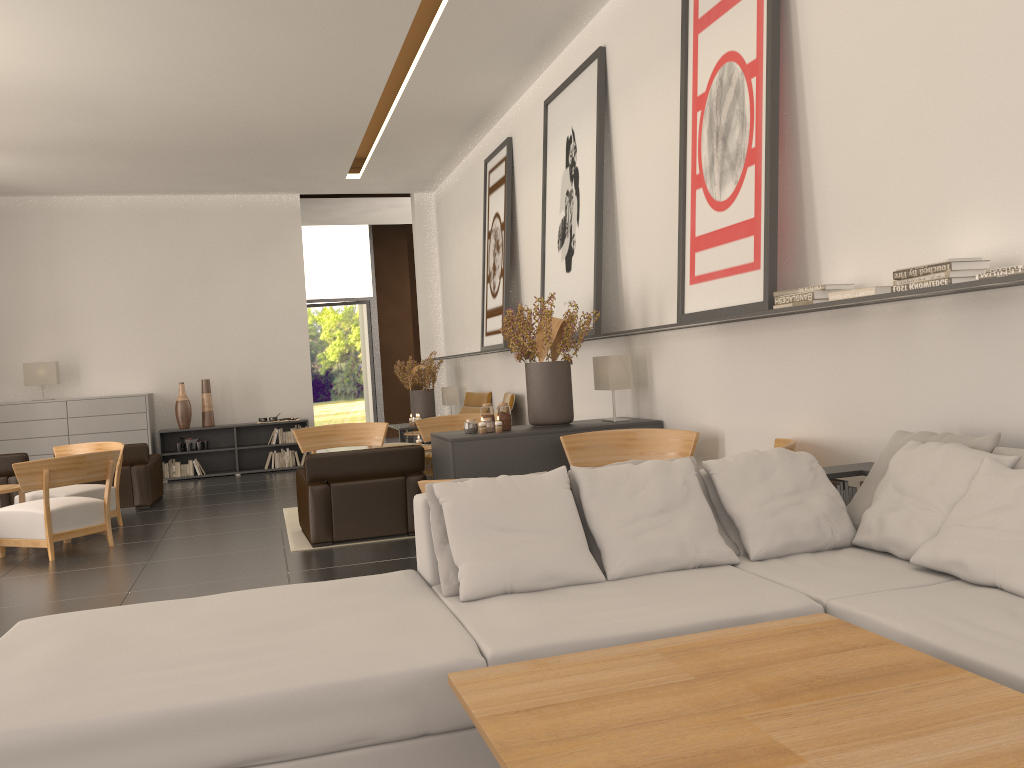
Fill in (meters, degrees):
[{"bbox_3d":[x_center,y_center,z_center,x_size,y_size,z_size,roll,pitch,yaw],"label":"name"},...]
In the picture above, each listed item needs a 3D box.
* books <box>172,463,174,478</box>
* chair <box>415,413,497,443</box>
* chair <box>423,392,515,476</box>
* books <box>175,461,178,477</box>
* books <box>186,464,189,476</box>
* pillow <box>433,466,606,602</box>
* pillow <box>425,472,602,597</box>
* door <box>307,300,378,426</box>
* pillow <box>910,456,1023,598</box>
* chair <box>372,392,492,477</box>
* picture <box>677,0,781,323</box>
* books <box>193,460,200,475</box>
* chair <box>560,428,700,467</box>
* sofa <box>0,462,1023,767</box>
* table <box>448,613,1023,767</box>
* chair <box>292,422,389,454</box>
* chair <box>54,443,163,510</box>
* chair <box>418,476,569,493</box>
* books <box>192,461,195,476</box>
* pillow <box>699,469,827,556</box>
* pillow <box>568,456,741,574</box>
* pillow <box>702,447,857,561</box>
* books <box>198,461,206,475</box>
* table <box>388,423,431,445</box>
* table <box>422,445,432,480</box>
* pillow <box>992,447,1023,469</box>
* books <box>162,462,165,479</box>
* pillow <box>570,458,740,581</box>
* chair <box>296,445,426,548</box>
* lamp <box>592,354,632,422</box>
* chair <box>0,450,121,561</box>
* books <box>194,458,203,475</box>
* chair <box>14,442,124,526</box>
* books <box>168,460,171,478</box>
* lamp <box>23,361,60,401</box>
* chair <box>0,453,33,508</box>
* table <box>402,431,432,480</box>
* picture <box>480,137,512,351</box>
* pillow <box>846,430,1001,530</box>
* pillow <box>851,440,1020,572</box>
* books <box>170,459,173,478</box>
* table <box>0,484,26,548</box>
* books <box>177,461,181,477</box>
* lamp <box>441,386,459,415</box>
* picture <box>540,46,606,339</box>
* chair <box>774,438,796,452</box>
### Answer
[{"bbox_3d":[-7.174,1.821,18.784,0.017,0.302,0.215,-4,0,-16],"label":"books"},{"bbox_3d":[-0.699,1.101,13.738,1.452,1.226,1.150,-4,1,-16],"label":"chair"},{"bbox_3d":[-1.134,0.976,15.290,2.421,1.486,1.299,-4,1,-6],"label":"chair"},{"bbox_3d":[-7.104,1.808,18.794,0.039,0.318,0.236,-4,0,-16],"label":"books"},{"bbox_3d":[-6.904,1.828,18.886,0.054,0.249,0.167,-4,0,-16],"label":"books"},{"bbox_3d":[0.024,0.807,4.909,0.802,0.598,0.585,-4,1,-17],"label":"pillow"},{"bbox_3d":[-0.010,0.827,5.045,0.919,0.577,0.549,-4,1,-16],"label":"pillow"},{"bbox_3d":[-5.415,-0.351,27.139,2.377,4.269,0.100,-4,0,-1],"label":"door"},{"bbox_3d":[2.447,0.680,4.310,0.590,0.562,0.803,-4,1,-21],"label":"pillow"},{"bbox_3d":[-1.643,0.974,17.074,2.422,1.486,1.299,-4,1,-26],"label":"chair"},{"bbox_3d":[1.881,-2.336,7.846,0.385,3.493,1.600,-4,0,-16],"label":"picture"},{"bbox_3d":[-6.715,1.780,18.897,0.130,0.322,0.252,-4,0,-16],"label":"books"},{"bbox_3d":[1.075,1.096,8.615,1.451,1.226,1.151,-3,1,24],"label":"chair"},{"bbox_3d":[0.725,1.234,2.905,5.527,1.205,5.603,-4,1,-16],"label":"sofa"},{"bbox_3d":[0.778,1.425,2.699,1.601,0.840,1.600,-4,1,-16],"label":"table"},{"bbox_3d":[-2.483,1.227,13.226,1.452,1.226,1.150,-4,1,-16],"label":"chair"},{"bbox_3d":[-6.783,1.551,14.939,1.538,1.076,1.499,-4,1,-16],"label":"chair"},{"bbox_3d":[0.141,1.202,6.353,1.451,1.226,1.151,-4,1,9],"label":"chair"},{"bbox_3d":[-6.786,1.792,18.883,0.017,0.305,0.239,-4,0,-16],"label":"books"},{"bbox_3d":[1.668,0.747,5.541,0.918,0.510,0.615,-4,1,-14],"label":"pillow"},{"bbox_3d":[0.831,0.767,5.283,0.919,0.591,0.557,-4,1,-16],"label":"pillow"},{"bbox_3d":[1.633,0.701,5.379,0.797,0.580,0.625,-4,1,-15],"label":"pillow"},{"bbox_3d":[-6.622,1.788,18.923,0.142,0.290,0.252,-4,1,-16],"label":"books"},{"bbox_3d":[-1.722,1.266,19.007,1.601,0.840,1.600,-4,1,-16],"label":"table"},{"bbox_3d":[-1.300,1.324,12.520,0.797,0.904,0.797,-4,1,7],"label":"table"},{"bbox_3d":[2.596,0.640,4.456,0.550,0.581,0.919,-4,1,-16],"label":"pillow"},{"bbox_3d":[-7.345,1.815,18.716,0.022,0.339,0.253,-4,0,-16],"label":"books"},{"bbox_3d":[0.805,0.753,5.133,0.802,0.595,0.595,-4,1,-15],"label":"pillow"},{"bbox_3d":[-1.852,1.307,10.974,1.538,1.076,1.499,-4,1,-16],"label":"chair"},{"bbox_3d":[1.170,0.050,10.274,0.257,0.757,0.514,-4,0,-16],"label":"lamp"},{"bbox_3d":[-5.683,1.488,11.090,1.150,1.226,1.453,-3,1,29],"label":"chair"},{"bbox_3d":[-6.683,1.761,18.915,0.138,0.354,0.236,-4,0,-16],"label":"books"},{"bbox_3d":[-6.282,1.496,12.687,1.451,1.226,1.151,-3,1,24],"label":"chair"},{"bbox_3d":[-7.234,1.797,18.770,0.039,0.358,0.210,-4,0,-16],"label":"books"},{"bbox_3d":[-9.828,-0.053,18.550,0.619,0.796,0.309,-4,0,-16],"label":"lamp"},{"bbox_3d":[-8.497,1.672,14.447,1.538,1.076,1.499,-4,1,-16],"label":"chair"},{"bbox_3d":[-1.539,1.283,16.079,0.798,0.904,0.797,-4,1,-38],"label":"table"},{"bbox_3d":[-0.283,-2.344,15.425,0.385,3.493,1.600,-4,0,-16],"label":"picture"},{"bbox_3d":[2.381,0.615,5.286,0.643,0.658,0.883,-4,1,-16],"label":"pillow"},{"bbox_3d":[2.307,0.648,4.961,0.587,0.596,0.819,-4,1,-15],"label":"pillow"},{"bbox_3d":[-7.199,1.781,18.775,0.029,0.385,0.219,-4,0,-16],"label":"books"},{"bbox_3d":[-6.780,1.763,11.495,0.869,0.803,0.870,-4,1,7],"label":"table"},{"bbox_3d":[-7.056,1.808,18.803,0.054,0.311,0.244,-4,0,-16],"label":"books"},{"bbox_3d":[-1.326,0.441,19.135,0.257,0.756,0.514,-4,0,-16],"label":"lamp"},{"bbox_3d":[0.766,-2.340,11.750,0.385,3.493,2.192,-4,0,-16],"label":"picture"},{"bbox_3d":[1.674,1.089,7.017,1.150,1.226,1.453,-3,1,29],"label":"chair"}]
